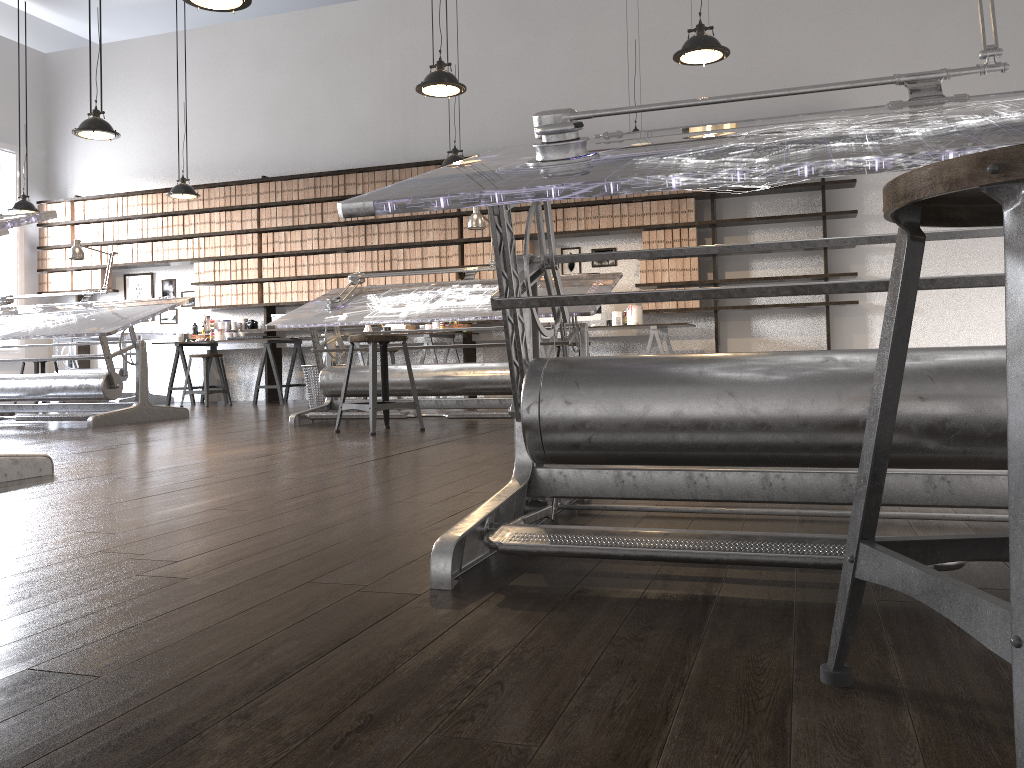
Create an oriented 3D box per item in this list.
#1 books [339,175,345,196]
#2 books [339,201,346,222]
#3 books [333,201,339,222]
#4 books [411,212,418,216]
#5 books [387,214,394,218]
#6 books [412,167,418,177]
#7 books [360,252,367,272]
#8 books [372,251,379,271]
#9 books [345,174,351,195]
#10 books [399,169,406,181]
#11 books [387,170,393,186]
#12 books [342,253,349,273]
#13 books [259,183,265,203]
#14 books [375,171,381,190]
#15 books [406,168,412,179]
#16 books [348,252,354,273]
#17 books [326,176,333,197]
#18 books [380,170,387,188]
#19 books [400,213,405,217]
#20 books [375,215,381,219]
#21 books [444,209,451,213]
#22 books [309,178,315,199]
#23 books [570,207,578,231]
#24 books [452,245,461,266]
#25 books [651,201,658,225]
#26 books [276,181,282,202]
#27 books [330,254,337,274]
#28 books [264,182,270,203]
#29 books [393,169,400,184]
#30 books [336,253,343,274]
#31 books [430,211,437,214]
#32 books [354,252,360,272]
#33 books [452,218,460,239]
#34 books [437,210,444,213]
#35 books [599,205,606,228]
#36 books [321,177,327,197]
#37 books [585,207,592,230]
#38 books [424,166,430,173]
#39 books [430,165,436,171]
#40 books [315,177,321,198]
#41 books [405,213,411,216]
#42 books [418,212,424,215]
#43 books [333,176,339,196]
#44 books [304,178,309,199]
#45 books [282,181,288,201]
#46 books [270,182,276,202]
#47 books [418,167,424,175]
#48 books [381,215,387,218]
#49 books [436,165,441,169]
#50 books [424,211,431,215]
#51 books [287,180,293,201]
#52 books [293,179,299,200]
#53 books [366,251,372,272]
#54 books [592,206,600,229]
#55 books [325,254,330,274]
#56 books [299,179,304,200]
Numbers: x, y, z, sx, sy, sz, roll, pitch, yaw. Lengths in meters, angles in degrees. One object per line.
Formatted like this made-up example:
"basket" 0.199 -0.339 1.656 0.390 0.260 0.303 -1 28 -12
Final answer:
"books" -1.774 -2.101 9.437 0.067 0.226 0.174 -2 -1 18
"books" -1.767 -1.823 9.427 0.066 0.226 0.174 -2 -1 18
"books" -1.836 -1.822 9.450 0.067 0.226 0.174 -2 -1 18
"books" -0.979 -1.837 9.175 0.066 0.226 0.174 -2 -1 18
"books" -1.236 -1.832 9.254 0.067 0.226 0.174 -2 -1 18
"books" -0.972 -2.115 9.173 0.067 0.226 0.174 -2 -1 18
"books" -1.532 -1.274 9.339 0.066 0.226 0.174 -2 -1 18
"books" -1.402 -1.277 9.301 0.066 0.226 0.174 -2 -1 18
"books" -1.702 -2.102 9.419 0.066 0.226 0.174 -2 -1 18
"books" -1.103 -2.112 9.223 0.066 0.226 0.174 -2 -1 18
"books" -1.241 -2.110 9.260 0.066 0.226 0.174 -2 -1 18
"books" -1.732 -1.271 9.410 0.066 0.226 0.174 -2 -1 18
"books" -2.699 -2.085 9.744 0.066 0.226 0.174 -2 -1 18
"books" -1.368 -2.108 9.306 0.066 0.226 0.174 -2 -1 18
"books" -1.038 -2.114 9.199 0.066 0.226 0.174 -2 -1 18
"books" -1.665 -1.272 9.390 0.066 0.226 0.174 -2 -1 18
"books" -1.913 -2.098 9.483 0.066 0.226 0.174 -2 -1 18
"books" -1.309 -2.109 9.283 0.067 0.226 0.174 -2 -1 18
"books" -1.107 -1.835 9.216 0.066 0.226 0.174 -2 -1 18
"books" -1.367 -1.830 9.304 0.066 0.226 0.174 -2 -1 18
"books" -0.635 -1.843 9.063 0.066 0.226 0.174 -2 -1 18
"books" -2.112 -2.095 9.546 0.067 0.226 0.174 -2 -1 18
"books" 0.624 -1.596 8.636 0.066 0.226 0.174 -2 -1 18
"books" -0.542 -1.292 9.014 0.067 0.226 0.174 -2 -1 18
"books" 1.363 -1.609 8.397 0.066 0.226 0.174 -2 -1 18
"books" -2.502 -2.088 9.678 0.066 0.226 0.174 -2 -1 18
"books" -1.868 -1.269 9.453 0.066 0.226 0.174 -2 -1 18
"books" -2.641 -2.085 9.720 0.067 0.226 0.174 -2 -1 18
"books" -1.171 -2.111 9.241 0.066 0.226 0.174 -2 -1 18
"books" -1.800 -1.270 9.428 0.067 0.226 0.174 -2 -1 18
"books" -0.776 -1.841 9.109 0.066 0.226 0.174 -2 -1 18
"books" -1.600 -1.273 9.365 0.066 0.226 0.174 -2 -1 18
"books" -0.550 -1.569 9.028 0.066 0.226 0.174 -2 -1 18
"books" -0.707 -1.842 9.080 0.067 0.226 0.174 -2 -1 18
"books" 0.898 -1.601 8.551 0.066 0.226 0.174 -2 -1 18
"books" -1.979 -2.097 9.509 0.066 0.226 0.174 -2 -1 18
"books" 0.762 -1.598 8.599 0.066 0.226 0.174 -2 -1 18
"books" -0.843 -2.117 9.135 0.066 0.226 0.174 -2 -1 18
"books" -0.781 -2.118 9.109 0.067 0.226 0.174 -2 -1 18
"books" -2.046 -2.096 9.531 0.066 0.226 0.174 -2 -1 18
"books" -1.045 -1.836 9.190 0.067 0.226 0.174 -2 -1 18
"books" -0.911 -1.838 9.153 0.066 0.226 0.174 -2 -1 18
"books" -1.844 -2.100 9.465 0.066 0.226 0.174 -2 -1 18
"books" -2.174 -2.094 9.572 0.066 0.226 0.174 -2 -1 18
"books" -2.435 -2.089 9.660 0.066 0.226 0.174 -2 -1 18
"books" -2.572 -2.087 9.697 0.066 0.226 0.174 -2 -1 18
"books" -0.903 -2.116 9.153 0.066 0.226 0.174 -2 -1 18
"books" -1.302 -1.831 9.280 0.066 0.226 0.174 -2 -1 18
"books" -0.715 -2.119 9.094 0.066 0.226 0.174 -2 -1 18
"books" -0.845 -1.839 9.127 0.066 0.226 0.174 -2 -1 18
"books" -2.369 -2.090 9.636 0.066 0.226 0.174 -2 -1 18
"books" -2.303 -2.091 9.611 0.067 0.226 0.174 -2 -1 18
"books" -1.463 -1.276 9.316 0.067 0.226 0.174 -2 -1 18
"books" 0.827 -1.599 8.575 0.066 0.226 0.174 -2 -1 18
"books" -1.927 -1.268 9.474 0.066 0.226 0.174 -2 -1 18
"books" -2.234 -2.093 9.590 0.066 0.226 0.174 -2 -1 18
